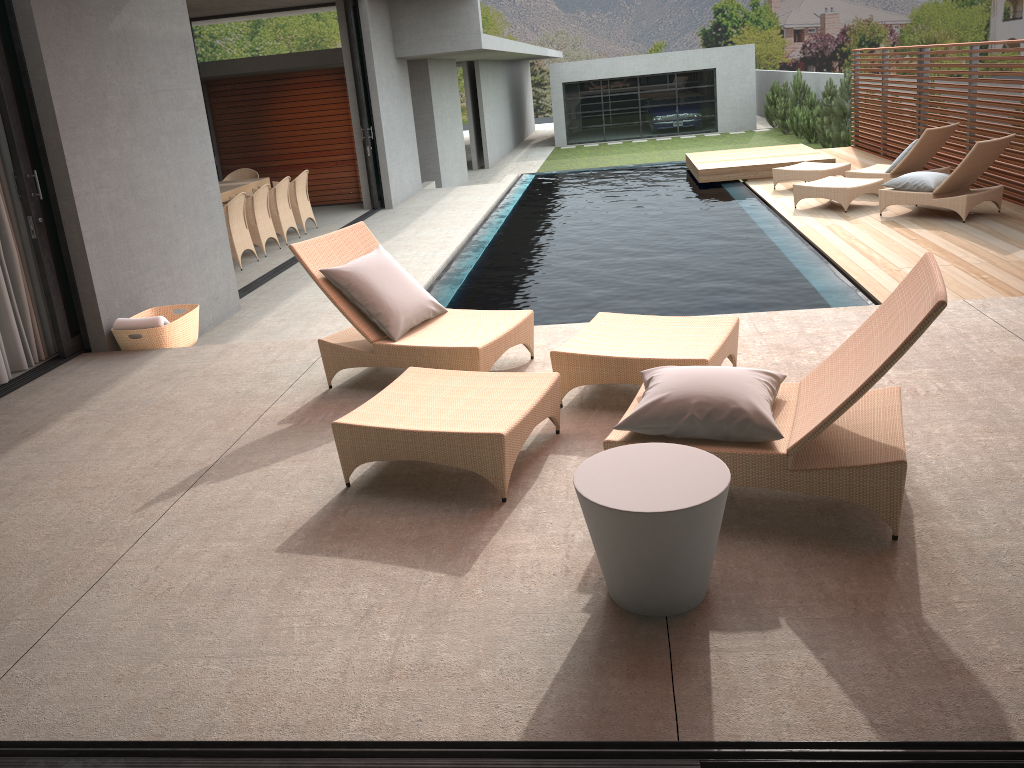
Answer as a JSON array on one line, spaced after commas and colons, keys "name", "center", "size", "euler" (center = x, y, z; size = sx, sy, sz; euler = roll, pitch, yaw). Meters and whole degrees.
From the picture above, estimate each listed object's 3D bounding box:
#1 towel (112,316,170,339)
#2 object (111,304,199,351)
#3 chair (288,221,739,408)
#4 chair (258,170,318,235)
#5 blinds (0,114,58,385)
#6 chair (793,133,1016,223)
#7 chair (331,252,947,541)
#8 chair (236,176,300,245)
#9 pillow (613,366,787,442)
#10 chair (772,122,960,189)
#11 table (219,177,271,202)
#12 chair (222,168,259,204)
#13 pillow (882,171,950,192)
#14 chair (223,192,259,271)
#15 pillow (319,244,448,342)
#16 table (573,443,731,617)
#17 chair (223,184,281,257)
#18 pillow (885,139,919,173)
[{"name": "towel", "center": [-2.588, -0.350, 6.311], "size": [0.368, 0.305, 0.316], "euler": [-3, 18, 8]}, {"name": "object", "center": [-2.571, -0.348, 6.470], "size": [0.445, 0.294, 0.696], "euler": [-3, 19, 7]}, {"name": "chair", "center": [-0.017, -0.415, 4.725], "size": [2.297, 0.810, 0.715], "euler": [4, 19, 26]}, {"name": "chair", "center": [-3.117, -2.548, 12.401], "size": [0.629, 0.845, 0.632], "euler": [-3, 17, 8]}, {"name": "blinds", "center": [-3.438, -1.457, 5.464], "size": [0.229, 2.872, 0.905], "euler": [-5, 16, 4]}, {"name": "chair", "center": [4.314, -2.361, 9.939], "size": [0.707, 0.809, 2.324], "euler": [-16, 21, -30]}, {"name": "chair", "center": [0.426, -0.028, 3.502], "size": [2.295, 0.810, 0.716], "euler": [2, 19, 22]}, {"name": "chair", "center": [-3.197, -2.291, 11.693], "size": [0.629, 0.845, 0.632], "euler": [-3, 17, 8]}, {"name": "pillow", "center": [0.731, 0.050, 3.361], "size": [0.593, 0.190, 0.609], "euler": [1, 20, 18]}, {"name": "chair", "center": [4.544, -2.949, 11.542], "size": [0.707, 0.809, 2.323], "euler": [-16, 22, -31]}, {"name": "table", "center": [-4.308, -2.055, 11.488], "size": [1.278, 0.741, 3.336], "euler": [-3, 19, 8]}, {"name": "chair", "center": [-4.136, -2.820, 13.457], "size": [0.617, 0.845, 0.645], "euler": [-3, 17, 8]}, {"name": "pillow", "center": [4.477, -2.220, 9.661], "size": [0.602, 0.190, 0.600], "euler": [-19, 23, -34]}, {"name": "chair", "center": [-3.357, -1.777, 10.278], "size": [0.629, 0.845, 0.632], "euler": [-3, 17, 8]}, {"name": "pillow", "center": [-0.716, -0.528, 5.034], "size": [0.427, 0.418, 0.622], "euler": [3, 20, 25]}, {"name": "table", "center": [0.442, 0.461, 2.749], "size": [0.476, 0.385, 0.485], "euler": [-9, 18, -10]}, {"name": "chair", "center": [-3.277, -2.034, 10.985], "size": [0.629, 0.845, 0.632], "euler": [-3, 17, 8]}, {"name": "pillow", "center": [4.977, -2.841, 10.908], "size": [0.615, 0.418, 0.432], "euler": [-18, 21, -32]}]
